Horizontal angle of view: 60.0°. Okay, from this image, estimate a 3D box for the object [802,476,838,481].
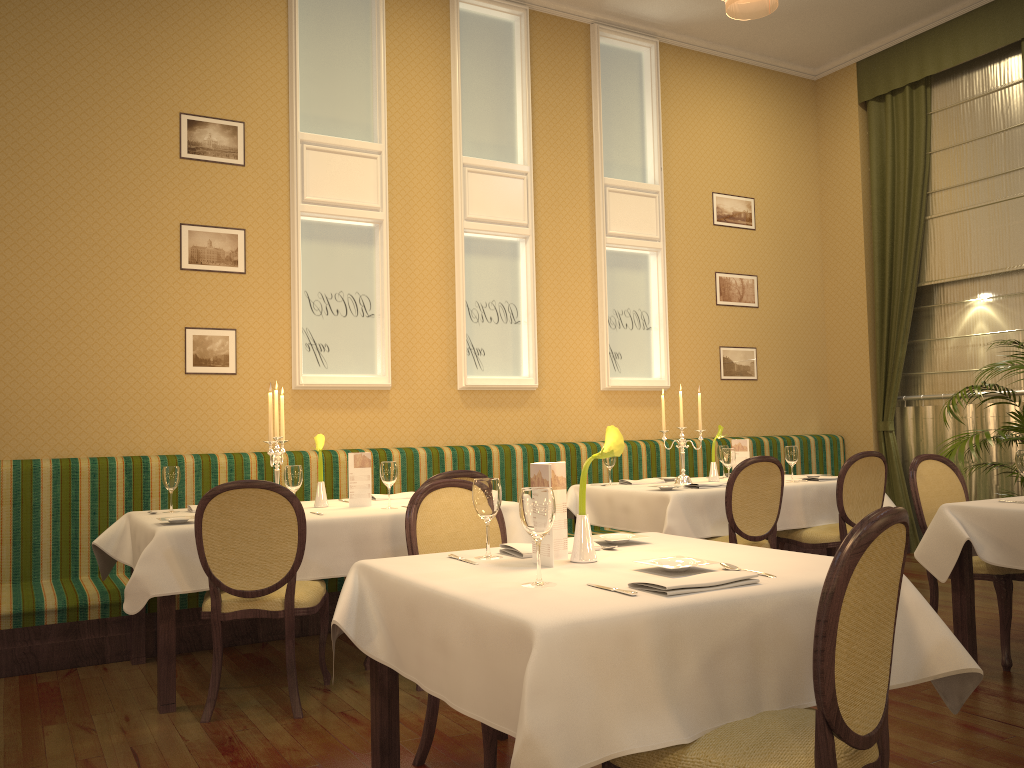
[{"bbox_3d":[2.031,0.614,5.756,0.273,0.024,0.142,0,-4,-30],"label":"object"}]

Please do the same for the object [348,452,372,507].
[{"bbox_3d":[-0.759,0.489,4.554,0.081,0.277,0.166,-3,-3,22],"label":"object"}]

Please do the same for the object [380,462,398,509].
[{"bbox_3d":[-0.604,0.497,4.357,0.088,0.229,0.088,-2,-3,18],"label":"object"}]

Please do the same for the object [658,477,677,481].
[{"bbox_3d":[1.075,0.652,6.058,0.160,0.024,0.160,0,-4,-30],"label":"object"}]

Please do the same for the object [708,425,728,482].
[{"bbox_3d":[1.368,0.461,5.921,0.163,0.375,0.076,1,-4,-43],"label":"object"}]

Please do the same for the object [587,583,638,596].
[{"bbox_3d":[0.222,0.462,2.007,0.017,0.010,0.185,0,-4,-30],"label":"object"}]

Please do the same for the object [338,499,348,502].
[{"bbox_3d":[-0.919,0.641,4.869,0.017,0.010,0.185,0,-3,-28],"label":"object"}]

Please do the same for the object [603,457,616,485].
[{"bbox_3d":[0.638,0.544,5.779,0.088,0.229,0.088,-2,-3,18],"label":"object"}]

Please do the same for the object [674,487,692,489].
[{"bbox_3d":[1.012,0.617,5.296,0.038,0.015,0.181,0,-3,-28],"label":"object"}]

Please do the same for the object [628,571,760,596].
[{"bbox_3d":[0.419,0.454,2.044,0.273,0.024,0.142,0,-4,-30],"label":"object"}]

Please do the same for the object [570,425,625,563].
[{"bbox_3d":[0.229,0.302,2.437,0.163,0.375,0.076,-4,-4,37],"label":"object"}]

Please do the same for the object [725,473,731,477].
[{"bbox_3d":[1.679,0.650,6.347,0.273,0.033,0.142,0,-4,-30],"label":"object"}]

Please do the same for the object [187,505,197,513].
[{"bbox_3d":[-1.490,0.626,4.498,0.273,0.033,0.142,0,-4,-30],"label":"object"}]

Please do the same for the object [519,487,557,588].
[{"bbox_3d":[0.062,0.361,2.104,0.088,0.229,0.088,-2,-3,12],"label":"object"}]

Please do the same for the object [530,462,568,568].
[{"bbox_3d":[0.093,0.357,2.454,0.081,0.277,0.166,-2,-3,17],"label":"object"}]

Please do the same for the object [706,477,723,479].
[{"bbox_3d":[1.427,0.657,6.206,0.017,0.010,0.185,0,-3,-28],"label":"object"}]

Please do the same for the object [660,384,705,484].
[{"bbox_3d":[1.098,0.321,5.729,0.131,0.655,0.390,0,-3,-24],"label":"object"}]

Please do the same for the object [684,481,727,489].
[{"bbox_3d":[1.181,0.608,5.331,0.273,0.033,0.142,0,-4,-30],"label":"object"}]

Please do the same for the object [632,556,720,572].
[{"bbox_3d":[0.417,0.465,2.260,0.160,0.024,0.160,0,-4,-30],"label":"object"}]

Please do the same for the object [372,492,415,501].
[{"bbox_3d":[-0.666,0.634,5.010,0.273,0.033,0.142,0,-4,-30],"label":"object"}]

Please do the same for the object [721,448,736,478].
[{"bbox_3d":[1.332,0.510,5.450,0.088,0.229,0.088,-2,-3,18],"label":"object"}]

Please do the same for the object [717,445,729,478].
[{"bbox_3d":[1.493,0.549,6.261,0.088,0.229,0.088,-2,-3,18],"label":"object"}]

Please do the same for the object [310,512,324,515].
[{"bbox_3d":[-0.917,0.603,4.152,0.017,0.010,0.185,0,-4,-30],"label":"object"}]

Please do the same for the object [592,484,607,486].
[{"bbox_3d":[0.562,0.650,5.734,0.038,0.015,0.181,0,-3,-28],"label":"object"}]

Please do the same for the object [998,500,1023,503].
[{"bbox_3d":[2.207,0.514,3.858,0.017,0.010,0.185,0,-3,-28],"label":"object"}]

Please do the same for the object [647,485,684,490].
[{"bbox_3d":[0.900,0.609,5.177,0.160,0.024,0.160,0,-4,-30],"label":"object"}]

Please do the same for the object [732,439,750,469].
[{"bbox_3d":[1.491,0.505,5.851,0.081,0.277,0.166,-1,-3,-13],"label":"object"}]

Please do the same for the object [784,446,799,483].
[{"bbox_3d":[1.776,0.508,5.624,0.088,0.229,0.088,-2,-3,18],"label":"object"}]

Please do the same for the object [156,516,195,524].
[{"bbox_3d":[-1.445,0.593,3.840,0.160,0.024,0.160,0,-4,-30],"label":"object"}]

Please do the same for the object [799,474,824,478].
[{"bbox_3d":[2.029,0.624,5.972,0.160,0.024,0.160,0,-4,-30],"label":"object"}]

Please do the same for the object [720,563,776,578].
[{"bbox_3d":[0.582,0.462,2.198,0.038,0.015,0.181,0,-3,-28],"label":"object"}]

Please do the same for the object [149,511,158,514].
[{"bbox_3d":[-1.784,0.635,4.397,0.038,0.015,0.181,0,-3,-28],"label":"object"}]

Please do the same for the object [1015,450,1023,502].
[{"bbox_3d":[2.273,0.405,3.912,0.088,0.229,0.088,-2,-3,18],"label":"object"}]

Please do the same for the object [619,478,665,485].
[{"bbox_3d":[0.855,0.642,5.835,0.273,0.033,0.142,0,-4,-30],"label":"object"}]
